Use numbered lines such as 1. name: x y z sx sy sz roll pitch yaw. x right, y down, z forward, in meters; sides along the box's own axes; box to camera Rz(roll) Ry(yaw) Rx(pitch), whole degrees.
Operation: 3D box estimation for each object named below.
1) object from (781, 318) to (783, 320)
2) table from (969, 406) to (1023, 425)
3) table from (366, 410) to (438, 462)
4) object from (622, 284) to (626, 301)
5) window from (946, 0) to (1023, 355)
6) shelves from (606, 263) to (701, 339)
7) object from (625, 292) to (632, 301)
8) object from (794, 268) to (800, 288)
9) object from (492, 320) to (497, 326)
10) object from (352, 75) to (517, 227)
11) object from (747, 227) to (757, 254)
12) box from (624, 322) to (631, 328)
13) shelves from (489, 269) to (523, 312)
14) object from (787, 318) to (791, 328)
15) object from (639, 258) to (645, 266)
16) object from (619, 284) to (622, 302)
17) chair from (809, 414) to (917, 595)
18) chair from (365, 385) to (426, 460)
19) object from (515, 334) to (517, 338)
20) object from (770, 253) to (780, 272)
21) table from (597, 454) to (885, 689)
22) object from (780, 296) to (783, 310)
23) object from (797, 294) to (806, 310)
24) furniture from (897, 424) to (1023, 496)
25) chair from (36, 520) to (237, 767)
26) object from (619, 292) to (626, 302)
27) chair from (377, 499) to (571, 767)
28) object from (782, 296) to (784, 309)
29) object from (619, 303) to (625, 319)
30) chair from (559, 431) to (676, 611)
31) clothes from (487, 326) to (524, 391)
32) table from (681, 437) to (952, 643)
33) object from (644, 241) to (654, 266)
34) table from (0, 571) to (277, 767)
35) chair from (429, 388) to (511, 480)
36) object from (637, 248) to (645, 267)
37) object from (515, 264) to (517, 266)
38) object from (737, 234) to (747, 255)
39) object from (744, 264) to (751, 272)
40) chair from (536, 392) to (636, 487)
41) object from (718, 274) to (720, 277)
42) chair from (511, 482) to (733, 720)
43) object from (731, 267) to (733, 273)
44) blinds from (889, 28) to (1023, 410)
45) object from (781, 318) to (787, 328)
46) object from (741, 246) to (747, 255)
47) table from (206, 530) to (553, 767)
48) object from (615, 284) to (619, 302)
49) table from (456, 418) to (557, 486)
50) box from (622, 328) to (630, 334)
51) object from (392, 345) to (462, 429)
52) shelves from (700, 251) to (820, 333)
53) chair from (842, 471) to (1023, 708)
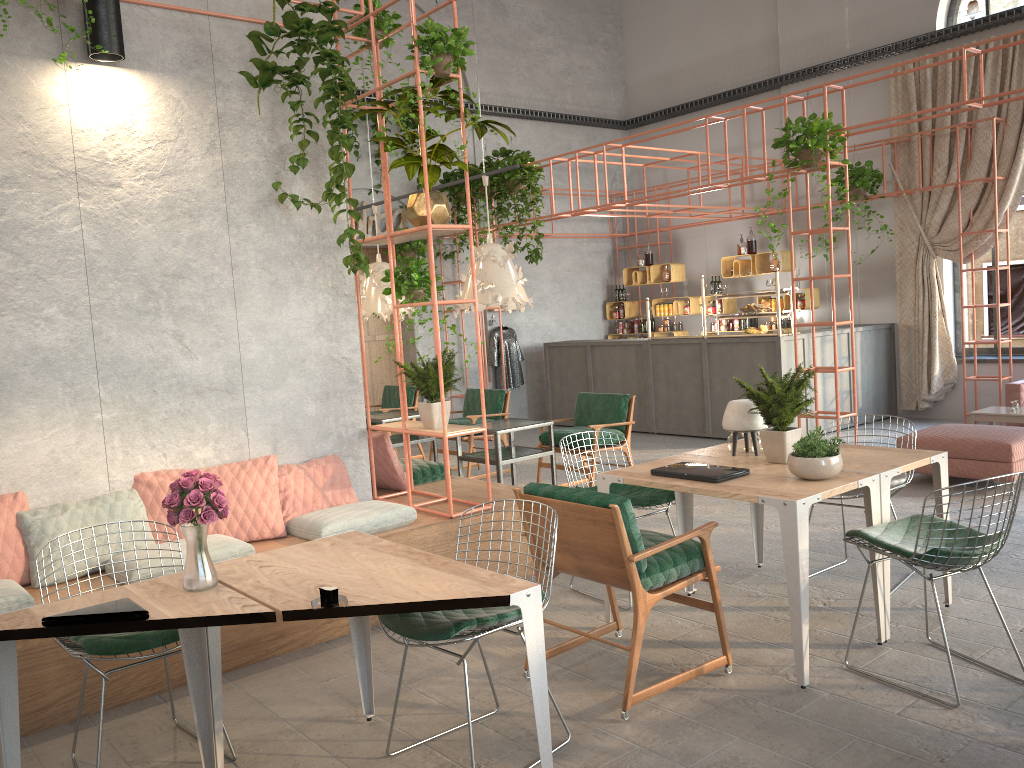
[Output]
1. object: 3.733 -0.844 12.287 0.073 0.131 0.073 -2 5 22
2. table: 4.907 0.483 8.461 0.520 0.455 0.916 -8 6 -39
3. table: -1.150 0.701 8.836 0.635 0.798 0.602 -8 6 -39
4. object: 1.822 -1.493 14.457 0.066 0.291 0.066 -4 5 1
5. window: 6.809 -3.092 9.549 0.089 5.538 4.127 -8 6 -39
6. shelves: 2.239 -0.936 13.947 0.328 1.838 1.750 -8 6 -39
7. object: 1.884 -1.418 14.374 0.115 0.147 0.115 -3 5 6
8. object: 3.841 -1.423 11.956 0.075 0.273 0.075 0 6 40
9. object: -0.273 -0.921 13.117 0.093 0.121 0.049 -7 6 -37
10. object: -0.473 -1.445 5.493 0.934 0.947 0.903 -3 5 12
11. object: 3.363 -2.011 12.444 0.134 0.386 0.134 0 6 40
12. box: 1.866 -0.950 14.281 0.058 0.093 0.122 -6 5 -28
13. shelves: -0.102 -1.481 13.160 0.560 0.790 0.186 -8 6 -39
14. object: 3.817 -0.841 12.184 0.073 0.131 0.073 0 6 44
15. object: 2.028 -1.902 13.875 0.088 0.123 0.088 -3 5 17
16. object: 1.757 -1.485 14.408 0.066 0.291 0.066 -7 5 -32
17. chair: 2.025 0.692 5.233 0.717 0.941 0.565 -8 6 -43
18. chair: -1.538 0.505 10.763 0.685 0.930 0.722 -8 6 -39
19. object: 0.062 -0.713 13.405 0.033 0.146 0.070 -2 5 22
20. object: 3.598 -1.657 12.147 0.137 0.261 0.137 -4 5 -3
21. table: 1.118 0.861 4.466 0.694 0.830 1.205 -8 6 -39
22. object: 3.635 -1.089 12.017 0.069 0.191 0.069 -6 5 -22
23. object: 3.863 -1.096 11.804 0.131 0.207 0.131 -3 5 6
24. furniture: 4.021 0.607 7.688 0.941 0.446 0.976 -8 6 -39
25. chair: -1.511 1.072 3.546 0.565 0.941 0.717 -7 6 -38
26. object: 1.782 -1.405 14.291 0.115 0.147 0.115 -3 5 6
27. chair: -0.152 0.985 3.461 0.717 0.941 0.565 -8 6 -43
28. object: 3.695 -1.106 12.182 0.069 0.191 0.069 -2 5 23
29. object: 1.790 -1.178 14.294 0.072 0.248 0.094 -8 6 -39
30. chair: 0.666 0.779 5.318 0.565 0.941 0.717 -7 6 -38
31. clothes: -0.073 -0.366 13.211 0.366 0.997 0.625 -1 5 31
32. table: 1.653 0.789 4.907 0.694 0.830 1.214 -8 6 -39
33. object: 2.148 -2.046 13.930 0.134 0.386 0.134 -4 5 -5
34. table: -1.060 1.154 2.694 0.694 0.830 1.205 -8 6 -39
35. chair: -0.441 0.537 9.421 0.685 0.930 0.722 -8 6 -39
36. object: 2.058 -2.012 14.104 0.134 0.301 0.134 0 6 40
37. object: -0.030 -1.755 13.237 0.263 0.101 0.013 -8 6 -39
38. object: 3.272 -1.977 12.618 0.134 0.301 0.134 0 6 40
39. object: 3.314 -1.599 12.406 0.123 0.142 0.141 -8 6 -39
40. chair: 0.679 0.570 8.050 0.685 0.929 0.722 -8 6 -39
41. object: 3.036 -1.458 12.971 0.066 0.291 0.066 -4 5 1
42. chair: 0.491 0.895 4.085 0.685 0.917 0.722 -8 6 -39
43. object: 3.183 -1.615 12.676 0.097 0.148 0.097 -8 6 -43
44. blinds: 6.414 -1.809 9.406 0.414 4.389 4.957 -8 6 -38
45. object: 3.710 -0.826 12.090 0.073 0.131 0.073 0 6 44
46. object: 3.243 -1.866 12.389 0.088 0.123 0.088 -3 5 17
47. table: -0.525 1.082 3.134 0.694 0.830 1.214 -8 6 -39
48. object: 1.698 -1.477 14.359 0.066 0.291 0.066 -2 5 21
49. table: -0.040 0.733 7.478 0.635 0.798 0.602 -8 6 -39
50. box: 1.844 -0.853 14.261 0.058 0.093 0.122 -8 6 -39
51. object: -0.503 0.023 5.609 0.438 0.527 0.368 -8 6 -39
52. shelves: 3.454 -0.900 12.461 0.328 1.838 1.750 -8 6 -39
53. chair: 1.847 0.812 3.886 0.565 0.941 0.717 -6 5 -23
